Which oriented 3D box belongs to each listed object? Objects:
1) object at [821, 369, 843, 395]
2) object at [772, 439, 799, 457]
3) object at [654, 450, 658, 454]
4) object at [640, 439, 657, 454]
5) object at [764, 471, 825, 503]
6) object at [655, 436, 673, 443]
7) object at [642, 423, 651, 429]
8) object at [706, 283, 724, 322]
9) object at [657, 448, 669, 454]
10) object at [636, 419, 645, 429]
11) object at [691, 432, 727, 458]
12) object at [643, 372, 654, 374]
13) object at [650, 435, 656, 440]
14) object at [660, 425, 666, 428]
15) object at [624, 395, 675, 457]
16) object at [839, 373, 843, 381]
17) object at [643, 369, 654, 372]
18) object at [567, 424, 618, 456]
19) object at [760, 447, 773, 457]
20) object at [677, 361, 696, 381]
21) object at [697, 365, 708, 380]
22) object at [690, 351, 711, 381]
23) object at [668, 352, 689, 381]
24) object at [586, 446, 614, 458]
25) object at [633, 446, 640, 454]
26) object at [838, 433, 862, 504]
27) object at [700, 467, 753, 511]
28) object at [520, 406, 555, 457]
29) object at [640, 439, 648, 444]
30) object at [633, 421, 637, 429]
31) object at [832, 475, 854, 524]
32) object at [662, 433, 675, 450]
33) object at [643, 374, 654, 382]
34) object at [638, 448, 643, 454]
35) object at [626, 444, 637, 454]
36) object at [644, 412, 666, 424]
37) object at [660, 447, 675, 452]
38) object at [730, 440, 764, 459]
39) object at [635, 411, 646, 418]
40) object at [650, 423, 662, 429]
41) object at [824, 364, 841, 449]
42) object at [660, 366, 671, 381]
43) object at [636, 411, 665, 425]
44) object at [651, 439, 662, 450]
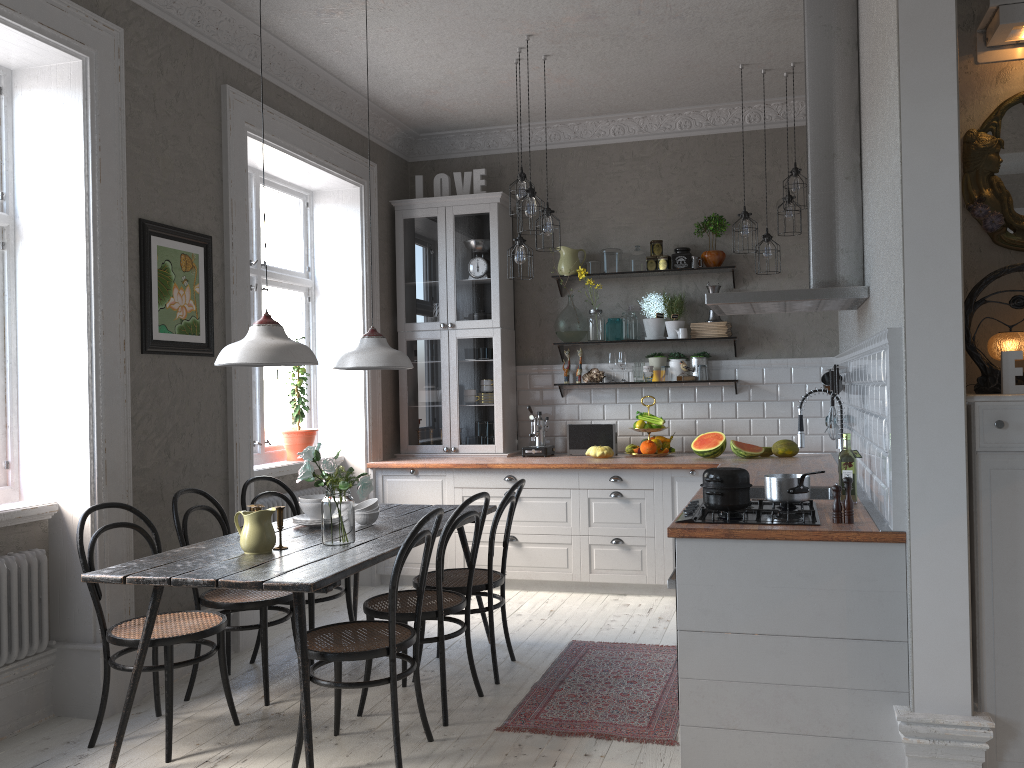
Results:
[{"bbox_3d":[1.841,-0.017,5.089,0.106,0.161,0.139,-1,0,33],"label":"object"},{"bbox_3d":[1.806,0.425,5.853,0.207,0.119,0.130,-1,0,-21],"label":"object"},{"bbox_3d":[0.974,0.471,6.124,0.070,0.065,0.070,-1,0,37],"label":"object"},{"bbox_3d":[0.933,0.430,6.059,0.114,0.110,0.110,-1,0,-16],"label":"object"},{"bbox_3d":[1.113,0.386,3.405,0.178,0.134,0.297,-1,0,-39],"label":"object"},{"bbox_3d":[1.058,0.389,6.180,0.126,0.056,0.060,-1,0,8],"label":"object"},{"bbox_3d":[0.933,0.302,6.132,0.063,0.061,0.067,-1,0,16],"label":"object"},{"bbox_3d":[1.428,-0.575,6.261,0.130,0.287,0.131,-1,0,1],"label":"object"},{"bbox_3d":[1.039,0.463,6.101,0.069,0.051,0.088,-1,0,-26],"label":"object"},{"bbox_3d":[0.889,0.280,6.128,0.058,0.069,0.080,-1,0,36],"label":"object"},{"bbox_3d":[1.313,0.409,5.908,0.231,0.174,0.222,-1,0,38],"label":"object"},{"bbox_3d":[0.969,-0.060,6.287,0.077,0.051,0.078,-1,0,9],"label":"object"},{"bbox_3d":[0.997,0.409,6.240,0.084,0.093,0.087,-1,0,12],"label":"object"},{"bbox_3d":[1.044,0.299,6.169,0.051,0.050,0.050,-1,0,25],"label":"object"},{"bbox_3d":[0.956,0.292,6.183,0.352,0.425,0.352,-1,0,1],"label":"object"},{"bbox_3d":[1.888,-0.017,5.210,0.107,0.161,0.138,-1,0,18],"label":"object"},{"bbox_3d":[0.968,-0.077,6.287,0.075,0.051,0.079,-1,0,35],"label":"object"},{"bbox_3d":[0.572,0.398,6.325,0.348,0.226,0.089,-1,0,15],"label":"object"},{"bbox_3d":[1.691,0.451,5.936,0.203,0.073,0.118,-1,0,-21],"label":"object"},{"bbox_3d":[1.236,-0.094,6.263,0.120,0.147,0.099,-1,0,-16],"label":"object"},{"bbox_3d":[1.335,-0.079,6.218,0.077,0.108,0.078,-1,0,10],"label":"object"},{"bbox_3d":[1.351,-0.128,6.333,0.157,0.213,0.154,-1,0,14],"label":"object"},{"bbox_3d":[1.191,-0.126,6.368,0.150,0.214,0.170,-1,0,-44],"label":"object"},{"bbox_3d":[0.606,0.468,6.104,0.195,0.083,0.191,-1,0,17],"label":"object"},{"bbox_3d":[0.886,0.459,6.185,0.090,0.057,0.083,-1,0,-42],"label":"object"},{"bbox_3d":[1.364,0.340,3.567,0.088,0.282,0.082,-1,0,16],"label":"object"},{"bbox_3d":[0.787,0.385,3.254,0.191,0.147,0.192,-1,0,-4],"label":"object"},{"bbox_3d":[0.173,0.335,6.342,0.203,0.370,0.357,-1,0,17],"label":"object"},{"bbox_3d":[0.969,0.420,6.255,0.077,0.076,0.157,-1,0,42],"label":"object"},{"bbox_3d":[0.897,0.296,6.204,0.095,0.078,0.101,-1,0,3],"label":"object"},{"bbox_3d":[1.146,0.398,3.070,0.072,0.167,0.036,-1,0,16],"label":"object"},{"bbox_3d":[1.082,0.395,6.165,0.060,0.120,0.128,-1,0,40],"label":"object"},{"bbox_3d":[0.969,-0.042,6.287,0.077,0.051,0.078,-1,0,9],"label":"object"},{"bbox_3d":[0.905,0.468,6.196,0.070,0.076,0.229,-1,0,-1],"label":"object"},{"bbox_3d":[0.858,0.456,6.230,0.155,0.072,0.075,-1,0,-45],"label":"object"},{"bbox_3d":[1.008,0.245,6.213,0.177,0.096,0.090,-1,0,36],"label":"object"},{"bbox_3d":[1.059,0.454,6.223,0.055,0.044,0.212,-1,0,-35],"label":"object"},{"bbox_3d":[1.545,0.427,5.793,0.224,0.127,0.148,-1,0,-2],"label":"object"},{"bbox_3d":[0.898,0.216,6.176,0.073,0.058,0.050,-1,0,-7],"label":"object"},{"bbox_3d":[0.997,0.302,6.150,0.076,0.062,0.100,-1,0,-11],"label":"object"},{"bbox_3d":[1.711,0.118,4.738,0.080,0.443,0.333,-1,0,18],"label":"object"},{"bbox_3d":[1.095,-0.074,6.310,0.077,0.108,0.078,-1,0,10],"label":"object"},{"bbox_3d":[0.961,0.236,6.154,0.208,0.101,0.068,-1,0,22],"label":"object"},{"bbox_3d":[0.994,0.418,6.121,0.087,0.078,0.089,-1,0,43],"label":"object"}]
